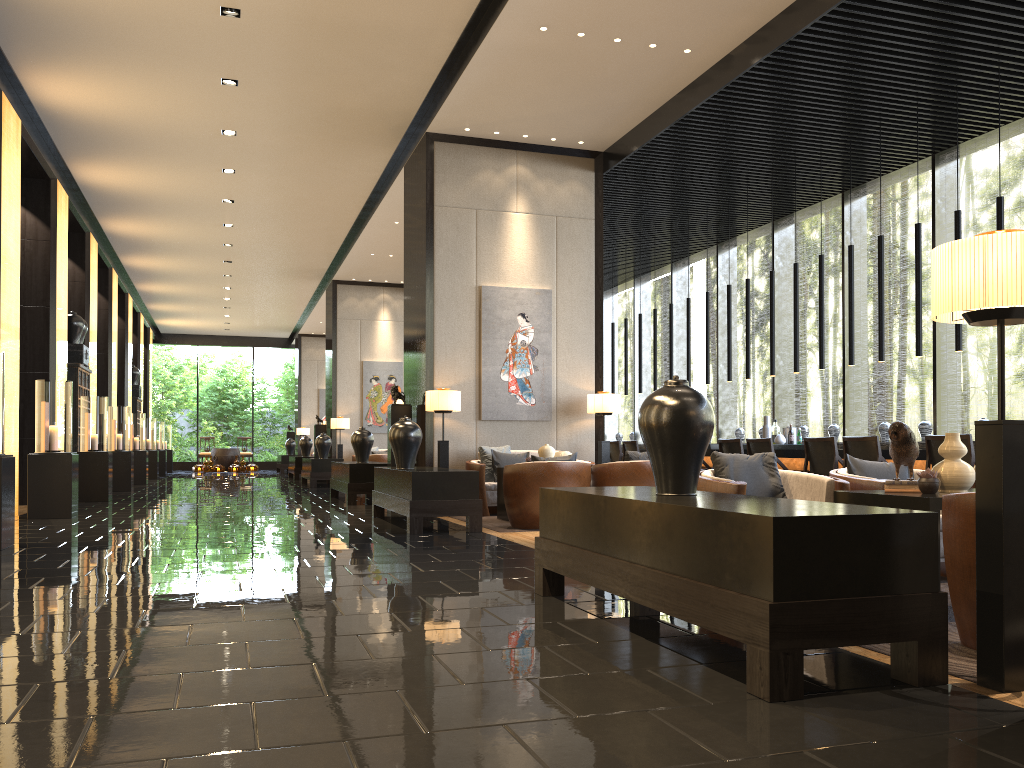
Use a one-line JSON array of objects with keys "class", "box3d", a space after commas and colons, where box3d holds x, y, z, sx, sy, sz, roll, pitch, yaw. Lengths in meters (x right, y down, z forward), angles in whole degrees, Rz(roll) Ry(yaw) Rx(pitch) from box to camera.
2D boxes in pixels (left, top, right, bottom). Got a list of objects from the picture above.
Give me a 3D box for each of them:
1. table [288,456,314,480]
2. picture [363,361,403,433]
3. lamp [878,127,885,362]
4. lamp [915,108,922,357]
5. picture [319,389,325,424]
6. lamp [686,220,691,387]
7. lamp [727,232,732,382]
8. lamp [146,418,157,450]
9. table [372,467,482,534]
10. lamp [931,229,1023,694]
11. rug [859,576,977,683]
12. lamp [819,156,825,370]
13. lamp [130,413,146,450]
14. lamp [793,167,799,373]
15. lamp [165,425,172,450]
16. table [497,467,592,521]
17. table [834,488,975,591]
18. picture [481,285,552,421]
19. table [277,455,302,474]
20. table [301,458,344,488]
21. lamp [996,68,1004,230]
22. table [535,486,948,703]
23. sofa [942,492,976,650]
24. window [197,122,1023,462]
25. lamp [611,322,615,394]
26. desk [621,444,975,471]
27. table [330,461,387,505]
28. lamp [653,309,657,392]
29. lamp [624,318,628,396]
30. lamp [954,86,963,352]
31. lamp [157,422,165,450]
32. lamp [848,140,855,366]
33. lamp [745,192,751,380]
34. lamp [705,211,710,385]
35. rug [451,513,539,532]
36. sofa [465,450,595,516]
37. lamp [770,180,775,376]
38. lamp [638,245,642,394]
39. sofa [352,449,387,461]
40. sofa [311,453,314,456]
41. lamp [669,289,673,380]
[{"class": "table", "box3d": [-4.794, 1.937, 20.486, 0.620, 0.512, 1.964, 1, -4, -18]}, {"class": "picture", "box3d": [-2.698, 0.279, 18.509, 0.835, 1.500, 0.037, 1, -1, -18]}, {"class": "lamp", "box3d": [3.696, -1.430, 8.868, 0.060, 2.418, 0.060, 0, -1, -23]}, {"class": "lamp", "box3d": [3.850, -1.465, 8.391, 0.060, 2.418, 0.060, 0, -1, -13]}, {"class": "picture", "box3d": [-5.471, 0.902, 27.081, 0.835, 1.500, 0.037, 1, -1, -18]}, {"class": "lamp", "box3d": [2.504, -1.162, 12.553, 0.060, 2.418, 0.060, 0, -1, -23]}, {"class": "lamp", "box3d": [2.832, -1.236, 11.538, 0.060, 2.418, 0.060, 0, -1, -23]}, {"class": "lamp", "box3d": [-8.298, 1.145, 20.226, 0.337, 0.728, 0.337, 0, -1, -16]}, {"class": "table", "box3d": [-0.846, 1.050, 8.283, 0.620, 0.512, 1.964, 1, -4, -18]}, {"class": "lamp", "box3d": [1.464, 0.230, 2.646, 0.375, 1.349, 0.375, -1, -1, 30]}, {"class": "rug", "box3d": [2.065, 0.997, 3.962, 2.041, 0.008, 2.246, 1, -4, -18]}, {"class": "lamp", "box3d": [3.409, -1.366, 9.753, 0.060, 2.418, 0.060, 0, -1, -23]}, {"class": "lamp", "box3d": [-7.394, 0.942, 17.433, 0.337, 0.728, 0.337, 0, -1, -16]}, {"class": "lamp", "box3d": [3.269, -1.334, 10.188, 0.060, 2.418, 0.060, 0, -1, -23]}, {"class": "lamp", "box3d": [-10.106, 1.551, 25.814, 0.337, 0.728, 0.337, 1, -2, -31]}, {"class": "table", "box3d": [0.432, 1.094, 8.846, 1.042, 0.517, 0.576, 1, -3, -18]}, {"class": "table", "box3d": [2.037, 0.733, 3.885, 1.042, 0.517, 0.576, 1, -3, -18]}, {"class": "picture", "box3d": [0.054, -0.339, 10.001, 0.835, 1.500, 0.037, 1, -1, -18]}, {"class": "table", "box3d": [-6.369, 2.290, 25.354, 0.620, 0.512, 1.964, 1, -4, -18]}, {"class": "table", "box3d": [-3.603, 1.669, 16.807, 0.620, 0.512, 1.964, 1, -4, -18]}, {"class": "lamp", "box3d": [4.137, -1.529, 7.504, 0.060, 2.418, 0.060, 0, -1, -13]}, {"class": "table", "box3d": [0.707, 0.701, 3.483, 0.620, 0.512, 1.964, 1, -4, -18]}, {"class": "sofa", "box3d": [2.270, 0.595, 3.142, 1.449, 0.693, 0.604, 1, -2, -18]}, {"class": "window", "box3d": [-2.904, -0.346, 14.548, 12.055, 4.221, 31.943, 1, -4, -18]}, {"class": "lamp", "box3d": [1.711, -0.984, 15.002, 0.060, 2.418, 0.060, 0, -1, -23]}, {"class": "desk", "box3d": [1.326, 1.448, 15.352, 1.780, 0.758, 28.785, 1, -4, -18]}, {"class": "table", "box3d": [-2.036, 1.317, 11.962, 0.620, 0.512, 1.964, 1, -4, -18]}, {"class": "lamp", "box3d": [2.188, -1.091, 13.530, 0.060, 2.418, 0.060, 0, -1, -23]}, {"class": "lamp", "box3d": [1.870, -1.020, 14.513, 0.060, 2.418, 0.060, 0, -1, -23]}, {"class": "lamp", "box3d": [3.997, -1.498, 7.936, 0.060, 2.418, 0.060, 0, -1, -23]}, {"class": "lamp", "box3d": [-9.202, 1.348, 23.020, 0.337, 0.728, 0.337, 0, -1, -16]}, {"class": "lamp", "box3d": [3.559, -1.399, 9.292, 0.060, 2.418, 0.060, 0, -1, -23]}, {"class": "lamp", "box3d": [2.965, -1.266, 11.128, 0.060, 2.418, 0.060, 0, -1, -23]}, {"class": "lamp", "box3d": [2.662, -1.198, 12.062, 0.060, 2.418, 0.060, 0, -1, -23]}, {"class": "rug", "box3d": [0.482, 1.352, 8.856, 1.958, 0.008, 2.246, 1, -4, -18]}, {"class": "sofa", "box3d": [0.187, 1.067, 9.638, 1.449, 0.693, 0.604, 1, -2, -18]}, {"class": "lamp", "box3d": [3.126, -1.302, 10.630, 0.060, 2.418, 0.060, 0, -1, -23]}, {"class": "lamp", "box3d": [2.031, -1.056, 14.013, 0.060, 2.418, 0.060, 0, -1, -23]}, {"class": "sofa", "box3d": [-2.544, 1.680, 18.080, 1.449, 0.693, 0.604, 1, -2, -18]}, {"class": "sofa", "box3d": [-5.322, 2.304, 26.668, 1.449, 0.693, 0.604, 1, -2, -18]}, {"class": "lamp", "box3d": [2.345, -1.127, 13.042, 0.060, 2.418, 0.060, 0, -1, -23]}]
